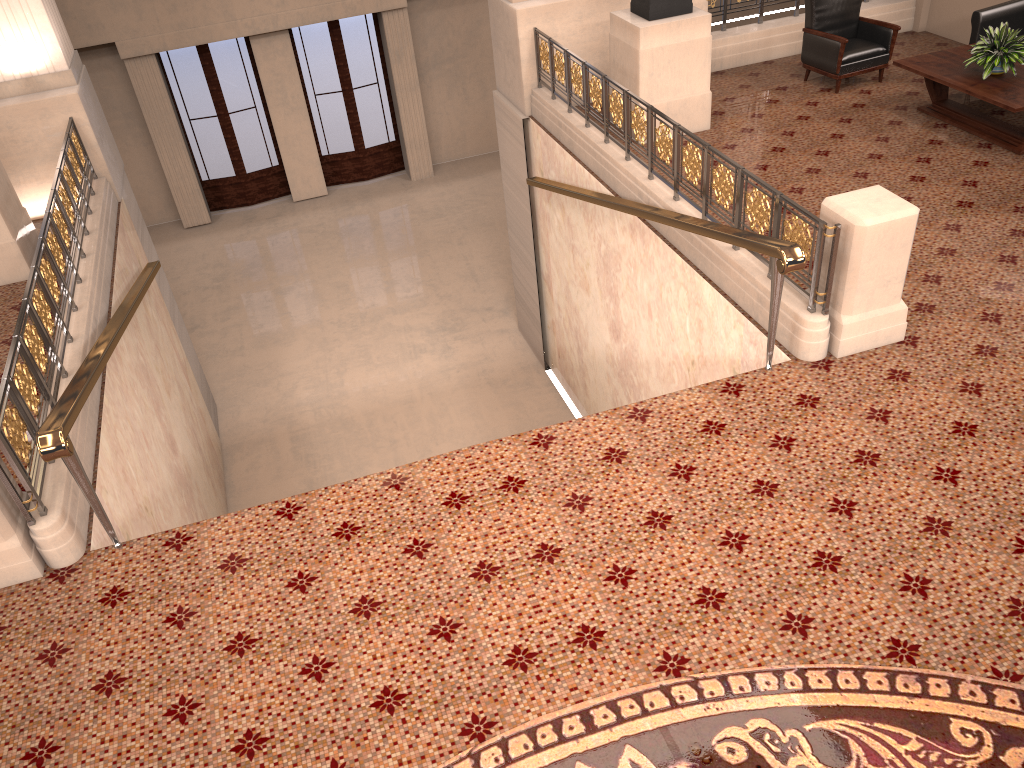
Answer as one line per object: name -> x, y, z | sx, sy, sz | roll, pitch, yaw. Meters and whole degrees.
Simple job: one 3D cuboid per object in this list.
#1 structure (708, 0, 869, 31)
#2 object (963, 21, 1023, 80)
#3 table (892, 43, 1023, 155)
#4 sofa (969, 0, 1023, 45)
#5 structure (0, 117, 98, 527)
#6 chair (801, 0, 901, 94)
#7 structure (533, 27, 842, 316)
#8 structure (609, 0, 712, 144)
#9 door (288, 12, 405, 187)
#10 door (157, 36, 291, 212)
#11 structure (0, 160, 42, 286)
structure -> 3.033, -4.215, 9.225 | 2.522, 0.692, 0.030 | -15, 39, -10
object -> 3.881, -2.671, 7.009 | 0.500, 0.398, 0.497 | 5, 39, 15
table -> 3.932, -2.344, 7.286 | 0.834, 0.461, 1.402 | -16, 37, -11
sofa -> 4.789, -2.686, 7.353 | 0.870, 0.748, 1.827 | -16, 37, -11
structure -> -3.044, -0.814, 5.944 | 0.079, 0.569, 4.690 | -15, 37, -11
chair -> 3.186, -3.319, 8.369 | 0.642, 0.892, 0.684 | -18, 39, -14
structure -> 0.974, -1.868, 6.641 | 0.079, 0.569, 4.693 | -16, 37, -12
structure -> 1.229, -3.569, 7.323 | 0.696, 2.947, 0.666 | -15, 39, -10
door -> -2.768, -4.821, 14.999 | 1.484, 2.879, 0.147 | -15, 39, -10
door -> -4.751, -4.301, 14.655 | 1.484, 2.879, 0.147 | -15, 39, -10
structure -> -4.399, -2.092, 6.347 | 0.696, 2.947, 0.666 | -15, 39, -10
